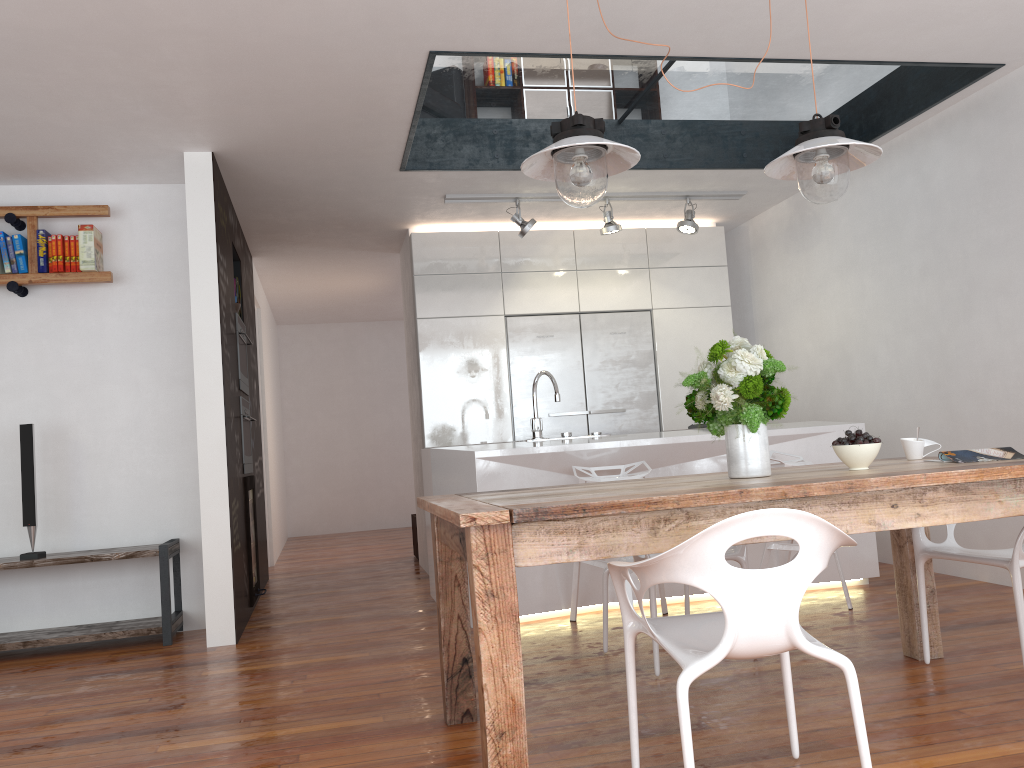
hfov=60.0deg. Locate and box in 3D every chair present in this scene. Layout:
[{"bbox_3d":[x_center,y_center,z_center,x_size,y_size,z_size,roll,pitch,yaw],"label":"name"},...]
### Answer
[{"bbox_3d":[0.623,0.735,3.593,0.577,0.710,0.505,-2,-4,-22],"label":"chair"},{"bbox_3d":[0.543,0.639,2.119,0.577,0.710,0.505,-4,-4,-7],"label":"chair"},{"bbox_3d":[1.753,0.617,3.055,0.505,0.710,0.577,-3,-4,-17],"label":"chair"},{"bbox_3d":[0.510,0.763,4.225,0.492,0.765,0.428,-4,-4,-2],"label":"chair"},{"bbox_3d":[1.406,0.707,4.344,0.428,0.765,0.492,-7,-5,33],"label":"chair"}]

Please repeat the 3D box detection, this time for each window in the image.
[{"bbox_3d":[0.817,-1.654,4.655,2.700,0.035,1.546,-3,-4,-12],"label":"window"}]

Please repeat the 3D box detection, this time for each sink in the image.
[{"bbox_3d":[0.268,0.206,5.173,0.492,0.570,0.459,-3,-4,-12],"label":"sink"}]

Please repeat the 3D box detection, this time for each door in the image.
[{"bbox_3d":[-2.113,0.422,7.271,0.120,2.236,0.823,-3,-4,-12],"label":"door"}]

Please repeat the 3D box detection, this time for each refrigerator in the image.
[{"bbox_3d":[0.560,0.382,6.458,1.119,1.811,0.142,-3,-4,-12],"label":"refrigerator"}]

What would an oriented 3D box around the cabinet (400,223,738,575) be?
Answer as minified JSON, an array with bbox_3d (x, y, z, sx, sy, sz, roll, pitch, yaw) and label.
[{"bbox_3d":[0.443,0.079,6.926,2.404,2.506,0.946,-3,-4,-12],"label":"cabinet"}]

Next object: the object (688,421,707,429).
[{"bbox_3d":[1.274,0.238,5.336,0.298,0.036,0.325,-2,-4,-22],"label":"object"}]

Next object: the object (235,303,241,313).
[{"bbox_3d":[-1.756,-0.461,5.519,0.132,0.069,0.132,-6,-4,21],"label":"object"}]

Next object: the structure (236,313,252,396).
[{"bbox_3d":[-1.676,-0.175,5.588,0.052,0.462,0.585,-3,-4,-12],"label":"structure"}]

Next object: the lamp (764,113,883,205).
[{"bbox_3d":[1.025,-0.746,2.935,0.372,0.306,0.372,-7,-5,39],"label":"lamp"}]

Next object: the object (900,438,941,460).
[{"bbox_3d":[1.448,0.228,3.151,0.127,0.078,0.082,-4,-4,-7],"label":"object"}]

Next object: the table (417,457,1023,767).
[{"bbox_3d":[0.728,0.660,2.748,1.910,0.735,0.969,-3,-4,-12],"label":"table"}]

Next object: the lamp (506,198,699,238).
[{"bbox_3d":[0.612,-1.105,5.890,1.324,0.254,0.154,-3,-4,-12],"label":"lamp"}]

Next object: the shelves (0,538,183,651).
[{"bbox_3d":[-3.481,1.187,4.356,3.473,0.506,0.414,-3,-4,-12],"label":"shelves"}]

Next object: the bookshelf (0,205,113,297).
[{"bbox_3d":[-3.653,-0.655,4.570,2.983,0.465,0.161,-3,-4,-12],"label":"bookshelf"}]

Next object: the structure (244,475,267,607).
[{"bbox_3d":[-1.587,0.953,5.511,0.081,0.763,0.582,-3,-4,-12],"label":"structure"}]

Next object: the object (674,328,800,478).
[{"bbox_3d":[0.702,0.058,2.818,0.371,0.476,0.432,-6,-5,29],"label":"object"}]

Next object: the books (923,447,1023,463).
[{"bbox_3d":[1.490,0.227,2.857,0.218,0.035,0.267,-4,-4,2],"label":"books"}]

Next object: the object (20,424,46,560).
[{"bbox_3d":[-2.469,0.550,4.552,0.089,0.687,0.089,-4,-4,-2],"label":"object"}]

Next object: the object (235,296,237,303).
[{"bbox_3d":[-1.824,-0.481,5.653,0.136,0.136,0.110,-3,-4,-19],"label":"object"}]

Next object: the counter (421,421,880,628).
[{"bbox_3d":[0.712,0.730,4.967,2.289,0.903,0.956,-3,-4,-12],"label":"counter"}]

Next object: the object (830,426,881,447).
[{"bbox_3d":[1.079,0.178,2.781,0.159,0.095,0.141,-2,-4,-26],"label":"object"}]

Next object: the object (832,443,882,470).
[{"bbox_3d":[1.083,0.228,2.778,0.146,0.079,0.146,-4,-4,-4],"label":"object"}]

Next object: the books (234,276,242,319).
[{"bbox_3d":[-1.897,-0.549,5.790,0.230,0.303,0.152,-3,-4,-12],"label":"books"}]

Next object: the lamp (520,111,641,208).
[{"bbox_3d":[0.212,-0.700,2.761,0.372,0.306,0.372,-3,-4,-18],"label":"lamp"}]

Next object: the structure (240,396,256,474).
[{"bbox_3d":[-1.640,0.325,5.553,0.052,0.462,0.585,-3,-4,-12],"label":"structure"}]

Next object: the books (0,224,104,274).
[{"bbox_3d":[-2.444,-1.559,5.145,5.671,1.974,0.733,-2,-4,-23],"label":"books"}]
